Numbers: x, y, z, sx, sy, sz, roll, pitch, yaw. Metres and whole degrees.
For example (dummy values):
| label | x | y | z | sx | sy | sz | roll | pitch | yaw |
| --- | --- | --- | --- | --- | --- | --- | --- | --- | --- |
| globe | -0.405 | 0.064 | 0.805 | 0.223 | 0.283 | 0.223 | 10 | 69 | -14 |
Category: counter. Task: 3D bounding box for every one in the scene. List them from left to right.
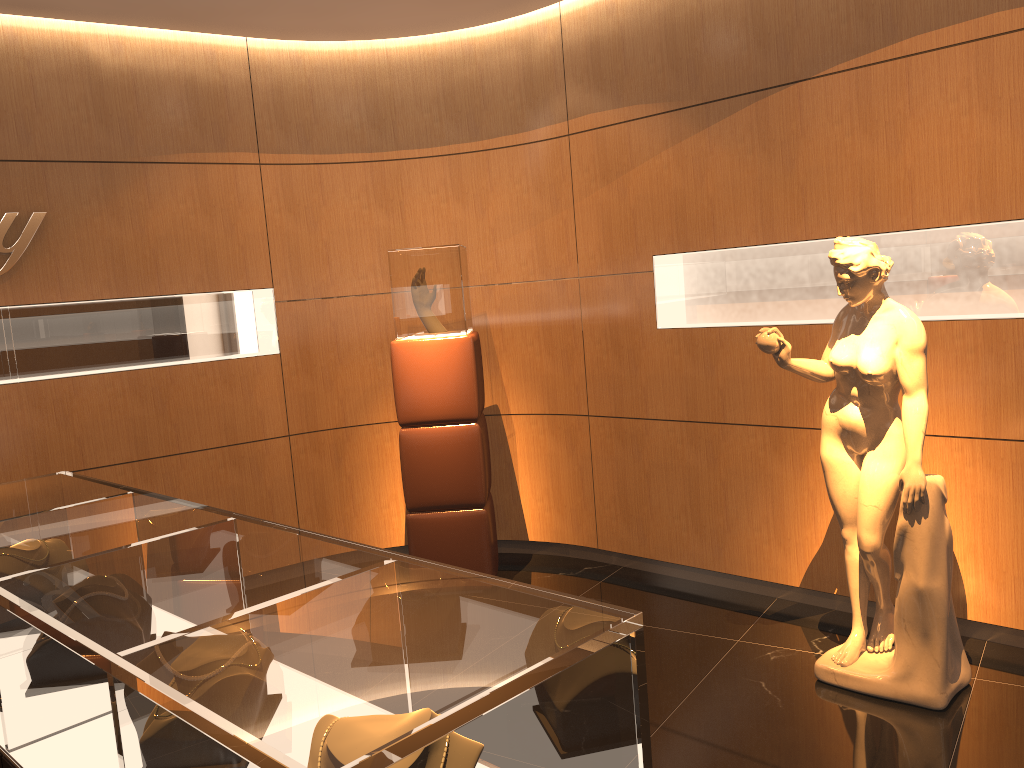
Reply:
| label | x | y | z | sx | sy | sz | roll | pitch | yaw |
| --- | --- | --- | --- | --- | --- | --- | --- | --- | --- |
| counter | -0.850 | 0.953 | 2.115 | 2.514 | 1.173 | 0.615 | 2 | 9 | 44 |

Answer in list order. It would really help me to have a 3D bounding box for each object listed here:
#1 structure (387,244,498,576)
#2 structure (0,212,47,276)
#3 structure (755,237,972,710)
| label | x | y | z | sx | sy | sz | roll | pitch | yaw |
| --- | --- | --- | --- | --- | --- | --- | --- | --- | --- |
| structure | -0.400 | 0.215 | 5.175 | 0.498 | 2.000 | 0.484 | -4 | 6 | 2 |
| structure | -3.283 | -0.672 | 4.108 | 2.050 | 0.442 | 0.034 | -9 | 8 | -34 |
| structure | 1.442 | 0.321 | 3.632 | 0.733 | 1.836 | 0.477 | 0 | 7 | 33 |
